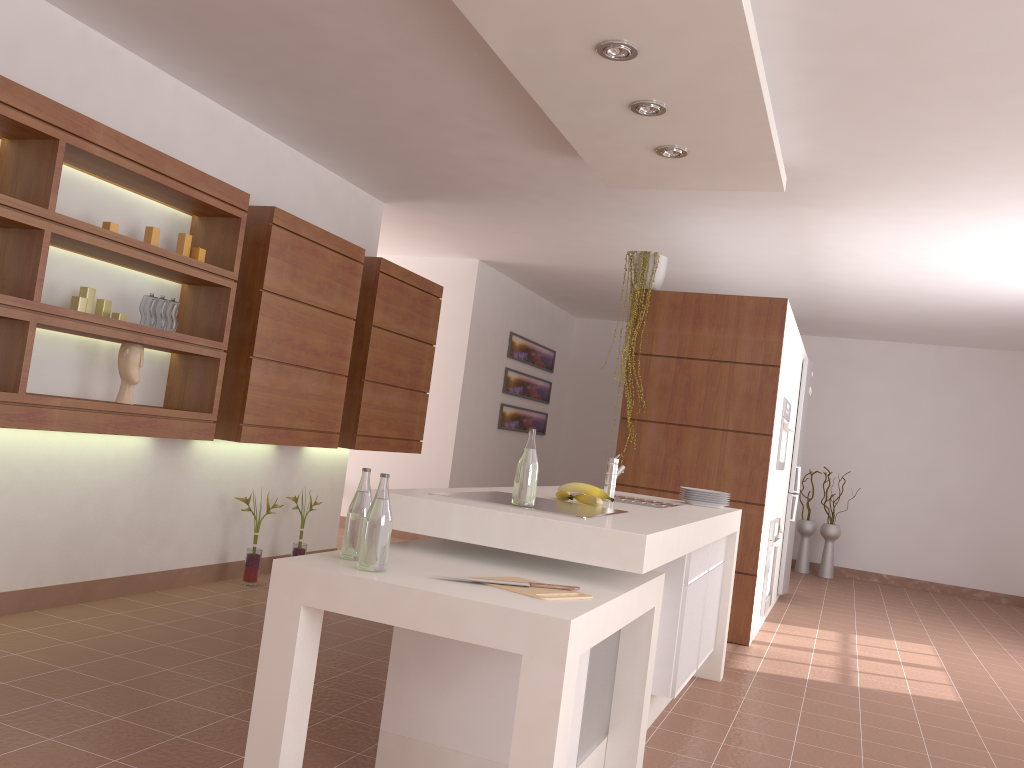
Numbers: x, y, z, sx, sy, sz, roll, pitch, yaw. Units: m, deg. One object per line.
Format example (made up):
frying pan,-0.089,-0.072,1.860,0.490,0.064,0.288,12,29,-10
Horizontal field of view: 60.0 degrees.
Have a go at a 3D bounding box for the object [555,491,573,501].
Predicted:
object,0.188,0.405,3.221,0.060,0.033,0.207,7,-3,1

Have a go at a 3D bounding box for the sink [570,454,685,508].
sink,0.492,0.490,3.801,0.404,0.368,0.668,6,-4,21

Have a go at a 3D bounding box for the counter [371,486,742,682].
counter,0.293,0.849,3.385,0.821,0.800,2.156,6,-4,21

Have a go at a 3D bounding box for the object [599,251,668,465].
object,0.736,-0.146,5.448,0.297,1.344,0.279,9,-4,-19

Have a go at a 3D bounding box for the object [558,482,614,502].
object,0.269,0.386,3.189,0.207,0.055,0.047,8,-3,-2

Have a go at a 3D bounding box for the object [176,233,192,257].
object,-1.501,-0.626,4.053,0.044,0.120,0.044,6,-4,21

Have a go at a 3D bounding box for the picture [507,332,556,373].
picture,0.222,-0.314,9.248,0.015,0.248,1.408,6,-4,21

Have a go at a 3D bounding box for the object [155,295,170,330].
object,-1.597,-0.319,4.016,0.054,0.165,0.065,5,-4,37

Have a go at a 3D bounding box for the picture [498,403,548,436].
picture,0.132,0.379,9.206,0.015,0.248,1.408,6,-4,21

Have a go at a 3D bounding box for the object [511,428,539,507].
object,0.047,0.247,2.640,0.071,0.230,0.071,7,-3,3

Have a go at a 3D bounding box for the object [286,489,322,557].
object,-1.268,0.890,5.339,0.087,0.546,0.296,6,-4,22

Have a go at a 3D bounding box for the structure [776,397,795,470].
structure,1.812,0.342,5.831,0.056,0.454,0.614,6,-4,21

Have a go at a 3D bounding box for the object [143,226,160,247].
object,-1.557,-0.635,3.832,0.044,0.099,0.044,6,-4,21

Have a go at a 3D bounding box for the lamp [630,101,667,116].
lamp,0.541,-1.107,3.504,0.143,0.059,0.143,10,-4,-40

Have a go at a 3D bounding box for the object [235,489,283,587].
object,-1.423,0.846,4.924,0.087,0.546,0.296,5,-4,37

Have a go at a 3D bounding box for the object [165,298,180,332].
object,-1.566,-0.313,4.058,0.054,0.165,0.065,5,-4,37

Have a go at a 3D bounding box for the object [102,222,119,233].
object,-1.619,-0.633,3.574,0.044,0.049,0.044,6,-4,21

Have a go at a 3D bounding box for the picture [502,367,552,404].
picture,0.177,0.033,9.227,0.015,0.248,1.408,6,-4,21

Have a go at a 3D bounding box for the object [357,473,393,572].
object,-0.318,0.329,2.115,0.071,0.230,0.071,7,-3,3

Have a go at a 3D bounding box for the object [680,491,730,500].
object,0.901,0.528,4.153,0.228,0.020,0.228,7,-3,3

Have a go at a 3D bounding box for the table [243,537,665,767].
table,-0.085,0.819,2.399,0.737,0.647,1.003,6,-4,21

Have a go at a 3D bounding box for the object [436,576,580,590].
object,-0.012,0.477,2.129,0.375,0.008,0.041,8,-3,-12

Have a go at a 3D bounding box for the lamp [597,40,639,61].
lamp,0.363,-1.158,3.033,0.143,0.059,0.143,7,-3,4

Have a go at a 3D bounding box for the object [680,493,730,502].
object,0.899,0.538,4.153,0.228,0.020,0.228,7,-3,3

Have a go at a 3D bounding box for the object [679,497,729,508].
object,0.897,0.558,4.152,0.228,0.020,0.228,7,-3,3

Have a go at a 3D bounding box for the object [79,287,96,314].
object,-1.762,-0.339,3.668,0.044,0.120,0.044,6,-4,21

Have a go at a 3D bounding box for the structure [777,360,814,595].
structure,2.312,0.746,7.192,0.089,1.862,0.604,6,-4,21

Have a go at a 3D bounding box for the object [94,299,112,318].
object,-1.746,-0.315,3.786,0.044,0.090,0.044,6,-4,21

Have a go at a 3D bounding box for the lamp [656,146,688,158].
lamp,0.718,-1.056,3.968,0.143,0.059,0.143,10,-4,-40

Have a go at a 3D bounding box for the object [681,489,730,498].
object,0.902,0.518,4.154,0.228,0.020,0.228,7,-3,3

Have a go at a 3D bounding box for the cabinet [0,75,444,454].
cabinet,-1.747,-0.376,4.239,0.754,1.200,4.718,6,-4,21

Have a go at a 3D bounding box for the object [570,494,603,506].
object,0.275,0.412,3.159,0.060,0.033,0.207,9,-4,-24

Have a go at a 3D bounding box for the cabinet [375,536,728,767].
cabinet,0.271,0.894,3.329,0.737,0.700,2.048,6,-4,21

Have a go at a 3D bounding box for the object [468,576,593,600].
object,0.043,0.491,2.135,0.266,0.006,0.168,5,-4,38

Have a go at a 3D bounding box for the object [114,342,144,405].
object,-1.680,-0.055,3.884,0.100,0.284,0.100,10,-4,-38

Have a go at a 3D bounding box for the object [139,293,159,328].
object,-1.628,-0.326,3.974,0.054,0.165,0.065,5,-4,37

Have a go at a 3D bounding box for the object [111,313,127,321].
object,-1.676,-0.281,3.782,0.044,0.040,0.044,6,-4,21

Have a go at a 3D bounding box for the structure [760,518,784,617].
structure,1.699,1.181,5.786,0.058,0.592,0.596,6,-4,21

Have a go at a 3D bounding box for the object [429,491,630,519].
object,0.074,0.382,2.838,0.493,0.006,0.551,6,-4,21

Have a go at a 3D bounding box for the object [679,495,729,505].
object,0.898,0.548,4.152,0.228,0.020,0.228,7,-3,3

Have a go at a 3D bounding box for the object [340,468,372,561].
object,-0.383,0.328,2.246,0.071,0.230,0.071,7,-3,3

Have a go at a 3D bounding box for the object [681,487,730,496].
object,0.903,0.508,4.155,0.228,0.020,0.228,7,-3,3

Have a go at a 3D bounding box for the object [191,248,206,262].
object,-1.450,-0.591,4.099,0.044,0.070,0.044,6,-4,21

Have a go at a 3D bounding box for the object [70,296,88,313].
object,-1.756,-0.317,3.595,0.044,0.070,0.044,6,-4,21

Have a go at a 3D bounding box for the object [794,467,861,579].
object,3.208,1.403,8.999,0.655,1.112,0.284,5,-4,40
